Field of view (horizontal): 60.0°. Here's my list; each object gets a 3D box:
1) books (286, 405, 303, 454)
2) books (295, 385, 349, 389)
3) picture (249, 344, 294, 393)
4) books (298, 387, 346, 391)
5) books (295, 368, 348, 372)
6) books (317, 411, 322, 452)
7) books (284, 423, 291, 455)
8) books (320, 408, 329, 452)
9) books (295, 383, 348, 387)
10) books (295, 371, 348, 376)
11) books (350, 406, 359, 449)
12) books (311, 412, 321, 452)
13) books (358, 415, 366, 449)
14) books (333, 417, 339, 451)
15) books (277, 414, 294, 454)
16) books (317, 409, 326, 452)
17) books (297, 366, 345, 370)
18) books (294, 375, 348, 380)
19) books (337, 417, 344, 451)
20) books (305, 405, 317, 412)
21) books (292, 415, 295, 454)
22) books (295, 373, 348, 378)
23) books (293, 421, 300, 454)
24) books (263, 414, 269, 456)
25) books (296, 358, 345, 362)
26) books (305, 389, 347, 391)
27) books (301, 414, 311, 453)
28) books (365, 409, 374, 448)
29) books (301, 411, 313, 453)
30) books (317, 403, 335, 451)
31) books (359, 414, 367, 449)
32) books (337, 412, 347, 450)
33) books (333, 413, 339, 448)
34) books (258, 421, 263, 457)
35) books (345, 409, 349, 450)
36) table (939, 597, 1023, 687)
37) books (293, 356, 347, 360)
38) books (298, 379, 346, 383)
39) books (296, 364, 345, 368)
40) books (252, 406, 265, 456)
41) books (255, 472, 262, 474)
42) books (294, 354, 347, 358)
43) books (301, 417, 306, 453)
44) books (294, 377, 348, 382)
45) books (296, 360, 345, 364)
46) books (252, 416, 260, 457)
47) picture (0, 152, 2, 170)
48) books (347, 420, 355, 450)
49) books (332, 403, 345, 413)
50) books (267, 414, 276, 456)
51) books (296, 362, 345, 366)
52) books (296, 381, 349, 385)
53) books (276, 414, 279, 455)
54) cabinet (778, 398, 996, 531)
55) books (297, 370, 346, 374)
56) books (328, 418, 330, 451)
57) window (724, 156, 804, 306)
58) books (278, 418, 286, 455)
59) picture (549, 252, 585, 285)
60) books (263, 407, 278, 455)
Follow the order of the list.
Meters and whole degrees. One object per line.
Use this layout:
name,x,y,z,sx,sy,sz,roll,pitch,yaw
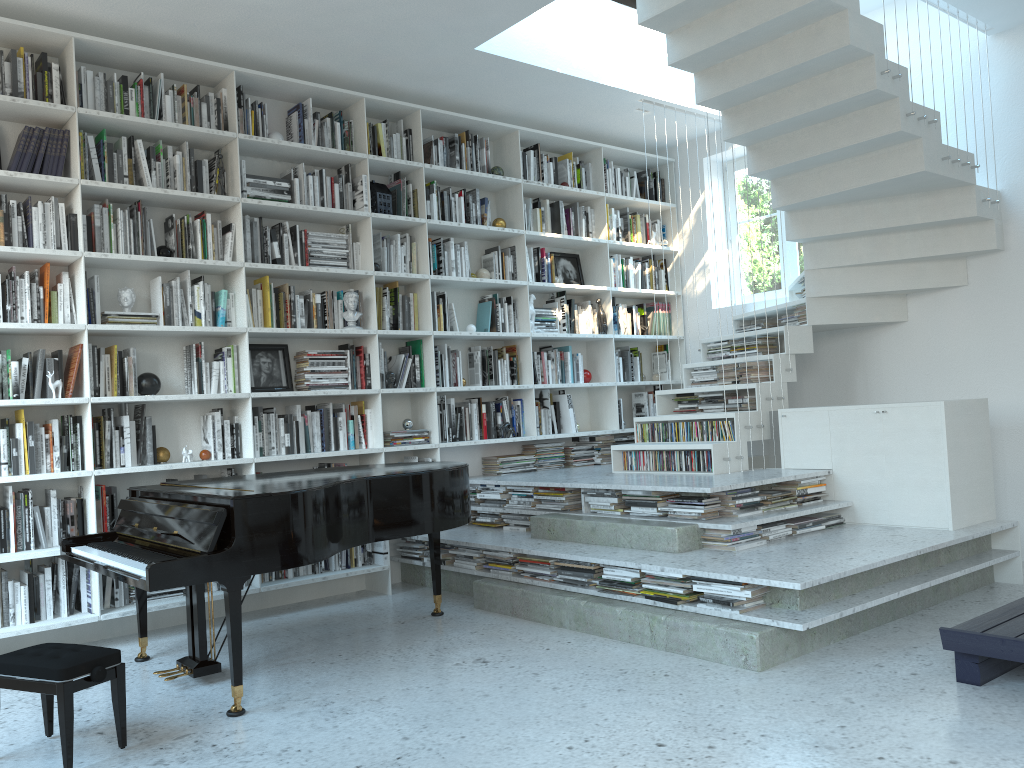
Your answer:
books,-1.316,0.275,5.356,0.026,0.291,0.152,-2,-2,-39
books,-1.174,0.020,5.484,0.285,0.012,0.159,-1,-3,-44
picture,-1.472,-0.092,5.323,0.300,0.299,0.077,-2,-2,-39
books,-1.178,0.032,5.489,0.254,0.012,0.161,-2,-3,-37
books,-1.180,-0.087,5.487,0.285,0.012,0.159,-2,-2,-34
books,-1.212,0.292,5.448,0.011,0.251,0.158,-2,-2,-39
books,-1.373,0.329,5.282,0.029,0.183,0.174,-2,-2,-39
books,-1.178,0.284,5.453,0.028,0.264,0.161,-2,-2,-39
books,-1.181,0.008,5.492,0.285,0.012,0.159,-2,-3,-40
books,-1.179,-0.063,5.486,0.285,0.012,0.159,-2,-2,-34
books,-1.023,0.276,5.590,0.026,0.272,0.175,-2,-2,-39
books,-1.226,0.295,5.414,0.026,0.245,0.191,-2,-2,-39
books,-0.988,0.305,5.602,0.042,0.212,0.169,-2,-2,-39
books,-1.132,0.311,5.491,0.024,0.207,0.183,-2,-2,-39
books,-1.357,0.302,5.306,0.029,0.238,0.166,-2,-2,-39
books,-1.197,0.286,5.447,0.010,0.261,0.181,-2,-2,-39
books,-1.184,-0.099,5.491,0.254,0.012,0.161,-2,-3,-36
books,-1.183,-0.039,5.493,0.285,0.012,0.159,-2,-3,-38
books,-1.102,0.312,5.514,0.023,0.204,0.167,-2,-2,-39
books,-1.227,0.275,5.446,0.014,0.286,0.134,-2,-2,-39
books,-1.347,0.306,5.327,0.013,0.230,0.139,-2,-2,-39
books,-1.183,-0.051,5.491,0.285,0.012,0.159,-2,-3,-37
books,-1.324,0.322,5.329,0.023,0.196,0.165,-2,-2,-39
books,-1.479,0.302,5.235,0.024,0.247,0.132,-2,-2,-39
books,-1.185,-0.148,5.490,0.254,0.012,0.161,-1,-3,-43
books,-1.175,0.044,5.486,0.254,0.012,0.161,-1,-3,-43
books,-1.274,0.301,5.389,0.031,0.237,0.159,-2,-2,-39
books,-0.940,0.286,5.637,0.033,0.246,0.176,-2,-2,-39
books,-1.263,0.292,5.419,0.025,0.254,0.136,-2,-2,-39
books,-1.150,0.267,5.483,0.012,0.296,0.178,-2,-2,-39
books,-0.969,0.302,5.620,0.011,0.216,0.166,-2,-2,-39
books,-1.085,0.296,5.530,0.023,0.234,0.175,-2,-2,-39
books,-1.125,0.298,5.512,0.014,0.235,0.154,-2,-2,-39
books,-1.510,0.322,5.194,0.024,0.208,0.170,-2,-2,-39
books,-1.072,0.286,5.565,0.014,0.256,0.145,-2,-2,-39
table,2.424,0.928,3.090,1.269,0.218,1.258,-2,-3,-39
books,-1.189,-0.160,5.494,0.285,0.012,0.159,-2,-3,-37
books,-1.177,-0.016,5.485,0.254,0.012,0.161,-1,-3,-44
books,-1.185,-0.111,5.491,0.254,0.012,0.161,-1,-3,-42
books,-1.503,0.281,5.224,0.027,0.290,0.140,-2,-2,-39
books,-1.467,0.652,5.122,0.012,0.284,0.137,-2,-2,-39
books,-1.185,-0.172,5.489,0.285,0.012,0.159,-1,-3,-44
books,-1.299,0.310,5.378,0.025,0.220,0.140,-2,-2,-39
books,-1.184,-0.027,5.495,0.285,0.012,0.159,-2,-3,-39
books,-1.186,-0.136,5.492,0.254,0.012,0.161,-1,-3,-42
books,-1.523,0.309,5.169,0.027,0.234,0.167,-2,-2,-39
picture,-2.707,-1.164,4.394,0.300,0.299,0.077,-2,-2,-39
books,-1.040,0.320,5.557,0.023,0.183,0.169,-2,-2,-39
books,-1.079,0.267,5.551,0.014,0.293,0.137,-2,-2,-39
books,-1.448,0.301,5.238,0.027,0.245,0.179,-2,-2,-39
books,-1.184,-0.124,5.490,0.254,0.012,0.161,-1,-3,-43
books,-1.176,-0.004,5.484,0.285,0.012,0.159,-2,-2,-34
books,-1.429,0.302,5.273,0.021,0.244,0.141,-2,-2,-39
cabinet,2.124,0.448,5.105,0.551,0.667,0.993,-2,-2,-39
books,-1.180,-0.075,5.487,0.254,0.012,0.161,-1,-3,-44
books,-1.167,0.315,5.479,0.021,0.202,0.128,-2,-2,-39
window,2.137,-1.258,6.902,0.042,1.226,1.118,-2,-2,-39
books,-1.397,0.313,5.269,0.023,0.217,0.174,-2,-2,-39
picture,0.435,-0.877,6.931,0.300,0.299,0.077,-2,-2,-39
books,-1.431,0.282,5.248,0.013,0.282,0.166,-2,-2,-39
